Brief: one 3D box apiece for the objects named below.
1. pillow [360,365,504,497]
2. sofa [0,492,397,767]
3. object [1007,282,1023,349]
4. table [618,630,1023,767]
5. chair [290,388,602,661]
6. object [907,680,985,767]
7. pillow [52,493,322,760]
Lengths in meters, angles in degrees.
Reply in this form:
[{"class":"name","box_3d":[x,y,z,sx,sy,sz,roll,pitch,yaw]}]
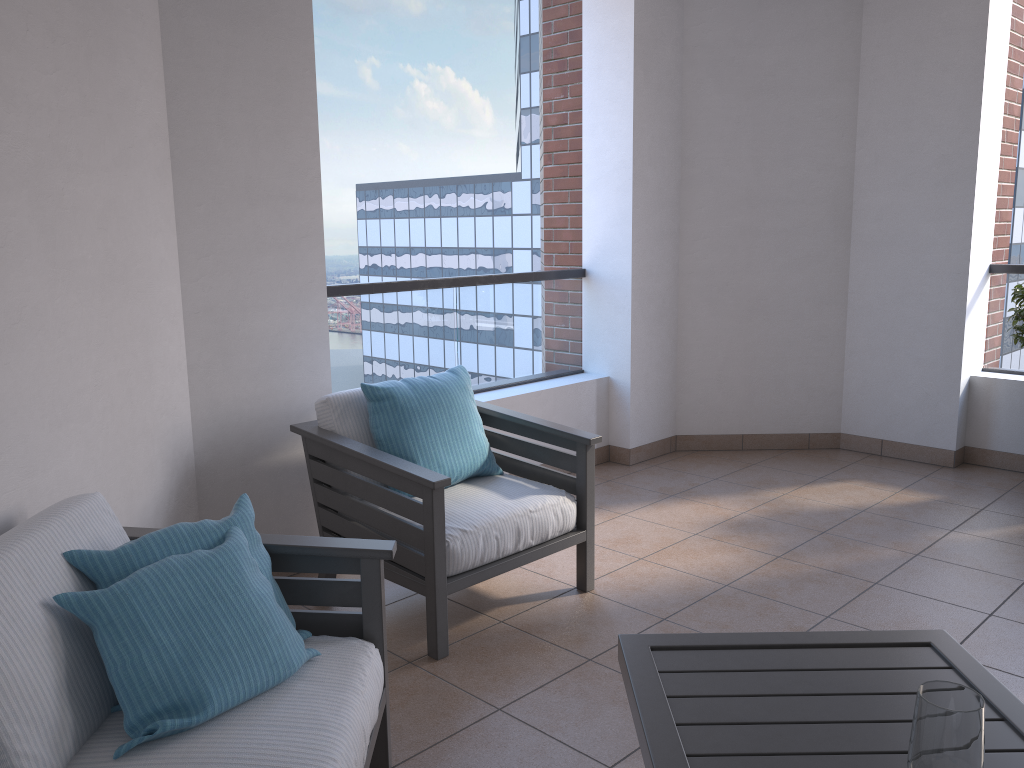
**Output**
[{"class":"pillow","box_3d":[-0.305,0.175,3.287,0.316,0.426,0.510,8,14,42]},{"class":"sofa","box_3d":[-0.680,0.787,1.144,0.807,0.765,2.161,-1,10,0]},{"class":"object","box_3d":[2.770,0.015,4.311,0.691,1.264,0.681,-10,13,-41]},{"class":"table","box_3d":[0.590,0.881,1.348,0.710,0.473,1.260,-1,10,0]},{"class":"chair","box_3d":[-0.235,0.404,3.253,0.807,0.765,0.797,9,14,44]},{"class":"object","box_3d":[0.504,0.556,1.052,0.337,0.284,0.203,-9,13,-39]},{"class":"pillow","box_3d":[-0.649,0.487,1.861,0.377,0.370,0.543,8,13,39]}]
